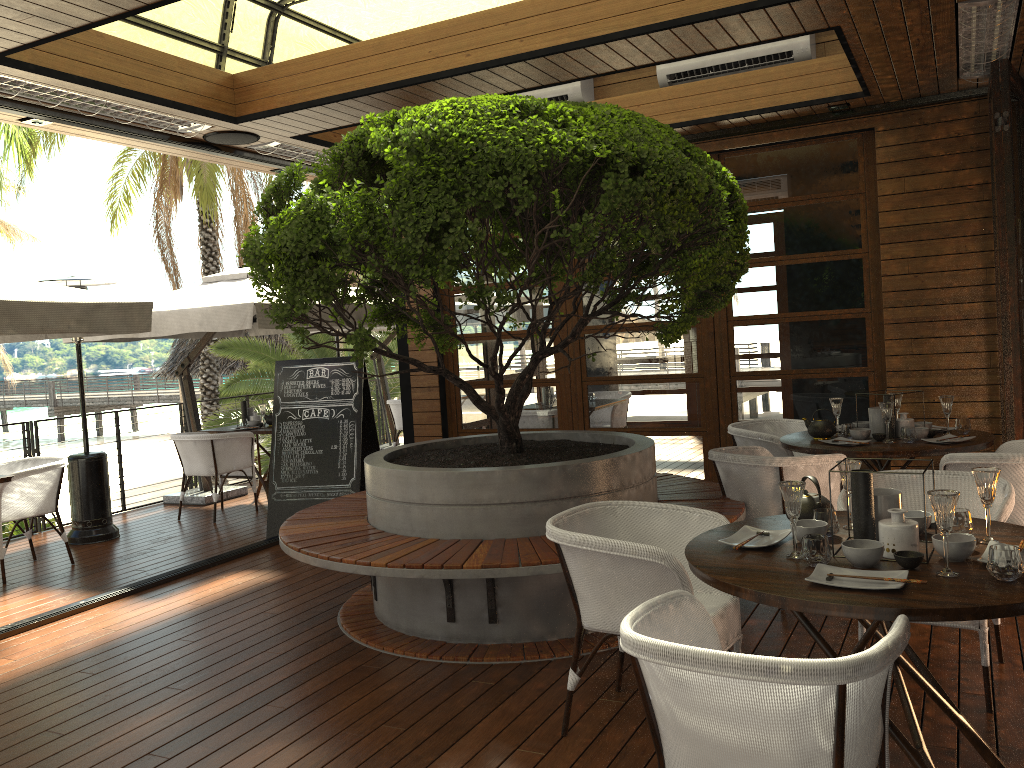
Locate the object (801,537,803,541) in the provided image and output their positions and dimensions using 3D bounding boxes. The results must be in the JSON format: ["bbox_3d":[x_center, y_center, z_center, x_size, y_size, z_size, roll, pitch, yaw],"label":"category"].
[{"bbox_3d":[0.940,0.500,2.755,0.080,0.042,0.080,-3,3,5],"label":"object"}]

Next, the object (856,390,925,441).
[{"bbox_3d":[2.221,0.178,5.207,0.263,0.264,0.263,-5,3,-28],"label":"object"}]

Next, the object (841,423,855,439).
[{"bbox_3d":[1.985,0.280,5.233,0.086,0.086,0.086,-2,3,27],"label":"object"}]

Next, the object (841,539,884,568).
[{"bbox_3d":[1.015,0.494,2.562,0.116,0.065,0.116,-6,4,-38],"label":"object"}]

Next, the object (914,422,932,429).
[{"bbox_3d":[2.427,0.263,5.249,0.116,0.065,0.116,-4,3,-2],"label":"object"}]

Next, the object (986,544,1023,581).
[{"bbox_3d":[1.309,0.476,2.354,0.086,0.086,0.086,-4,3,-4],"label":"object"}]

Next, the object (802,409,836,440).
[{"bbox_3d":[1.853,0.237,5.311,0.163,0.179,0.168,-5,3,-25],"label":"object"}]

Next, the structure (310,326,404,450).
[{"bbox_3d":[-0.998,-0.256,11.715,2.413,2.331,2.416,-2,3,27],"label":"structure"}]

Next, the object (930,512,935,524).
[{"bbox_3d":[1.342,0.466,3.087,0.294,0.025,0.170,-2,4,31],"label":"object"}]

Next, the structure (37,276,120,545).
[{"bbox_3d":[-3.554,0.200,7.351,0.699,2.191,0.700,-3,2,15],"label":"structure"}]

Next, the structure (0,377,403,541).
[{"bbox_3d":[-6.980,1.364,2.370,0.163,1.152,26.296,-2,3,27],"label":"structure"}]

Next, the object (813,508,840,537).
[{"bbox_3d":[1.039,0.461,2.940,0.086,0.086,0.086,-4,3,-4],"label":"object"}]

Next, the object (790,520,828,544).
[{"bbox_3d":[0.959,0.481,2.859,0.116,0.065,0.116,-1,4,40],"label":"object"}]

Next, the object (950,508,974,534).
[{"bbox_3d":[1.422,0.444,2.827,0.086,0.086,0.086,-4,3,-9],"label":"object"}]

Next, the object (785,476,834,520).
[{"bbox_3d":[1.034,0.407,3.089,0.168,0.179,0.163,-2,3,38],"label":"object"}]

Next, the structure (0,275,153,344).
[{"bbox_3d":[-4.064,0.256,5.711,2.413,2.331,2.416,-2,3,27],"label":"structure"}]

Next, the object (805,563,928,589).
[{"bbox_3d":[0.957,0.527,2.387,0.294,0.025,0.170,-2,4,31],"label":"object"}]

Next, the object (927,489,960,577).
[{"bbox_3d":[1.183,0.407,2.420,0.082,0.227,0.082,-2,2,32],"label":"object"}]

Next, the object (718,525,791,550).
[{"bbox_3d":[0.788,0.510,2.898,0.170,0.025,0.295,-1,4,36],"label":"object"}]

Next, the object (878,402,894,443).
[{"bbox_3d":[2.096,0.215,4.953,0.082,0.227,0.082,-4,2,-22],"label":"object"}]

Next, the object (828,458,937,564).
[{"bbox_3d":[1.140,0.379,2.718,0.263,0.264,0.264,-2,3,31],"label":"object"}]

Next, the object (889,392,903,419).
[{"bbox_3d":[2.381,0.168,5.486,0.082,0.227,0.082,-4,2,-22],"label":"object"}]

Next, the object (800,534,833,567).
[{"bbox_3d":[0.890,0.489,2.596,0.086,0.086,0.086,-4,3,-9],"label":"object"}]

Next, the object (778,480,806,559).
[{"bbox_3d":[0.857,0.412,2.695,0.082,0.227,0.082,-2,3,37],"label":"object"}]

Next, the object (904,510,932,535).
[{"bbox_3d":[1.313,0.457,2.905,0.116,0.065,0.116,-6,4,-38],"label":"object"}]

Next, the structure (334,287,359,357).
[{"bbox_3d":[-2.011,-0.057,10.372,0.699,2.191,0.700,-3,2,15],"label":"structure"}]

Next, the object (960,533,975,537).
[{"bbox_3d":[1.352,0.479,2.676,0.080,0.042,0.080,-3,3,5],"label":"object"}]

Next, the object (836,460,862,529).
[{"bbox_3d":[1.152,0.377,3.020,0.082,0.227,0.082,-3,2,20],"label":"object"}]

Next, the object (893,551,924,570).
[{"bbox_3d":[1.124,0.502,2.510,0.080,0.042,0.080,-4,3,-8],"label":"object"}]

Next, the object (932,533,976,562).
[{"bbox_3d":[1.282,0.477,2.570,0.116,0.065,0.116,-1,4,40],"label":"object"}]

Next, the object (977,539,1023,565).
[{"bbox_3d":[1.451,0.488,2.541,0.170,0.025,0.295,-1,4,36],"label":"object"}]

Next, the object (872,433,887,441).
[{"bbox_3d":[2.094,0.305,5.052,0.080,0.042,0.080,-3,3,6],"label":"object"}]

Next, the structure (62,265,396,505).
[{"bbox_3d":[-2.531,0.000,8.713,2.413,2.331,2.416,-2,3,27],"label":"structure"}]

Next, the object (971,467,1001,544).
[{"bbox_3d":[1.461,0.373,2.725,0.082,0.227,0.082,-2,3,37],"label":"object"}]
